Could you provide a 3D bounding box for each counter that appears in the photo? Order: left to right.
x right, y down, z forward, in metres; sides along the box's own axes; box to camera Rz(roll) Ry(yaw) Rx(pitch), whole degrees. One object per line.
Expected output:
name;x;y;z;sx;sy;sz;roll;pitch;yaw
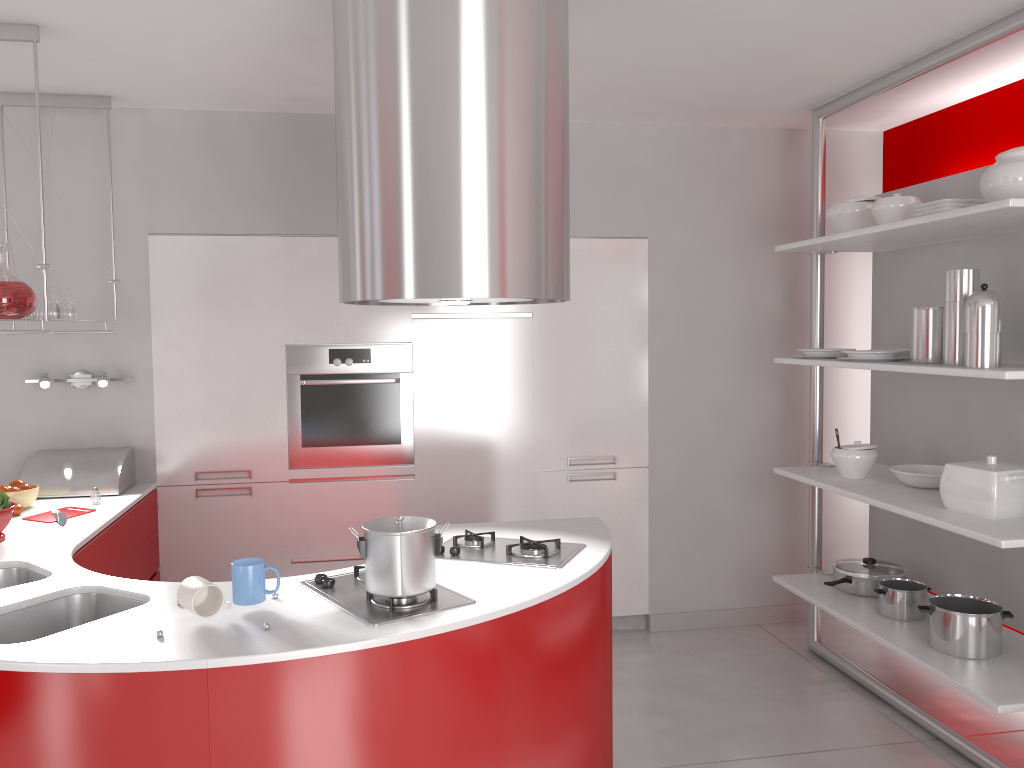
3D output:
counter;-1.177;0.969;2.939;2.865;0.880;1.868;1;4;24

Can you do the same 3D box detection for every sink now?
sink;-1.550;0.664;2.504;0.326;0.172;0.428;2;5;41
sink;-1.150;0.676;2.227;0.326;0.172;0.428;1;4;29

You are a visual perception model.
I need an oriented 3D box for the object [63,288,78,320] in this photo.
object;-1.880;-0.335;3.770;0.060;0.141;0.060;-1;3;-10

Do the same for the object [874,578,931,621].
object;1.570;0.866;3.564;0.182;0.122;0.196;2;4;38

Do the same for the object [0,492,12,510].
object;-1.795;0.421;2.968;0.193;0.182;0.198;-1;3;-5

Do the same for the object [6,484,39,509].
object;-2.004;0.460;3.546;0.201;0.086;0.201;-1;3;-9

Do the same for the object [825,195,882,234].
object;1.476;-0.715;3.833;0.231;0.191;0.231;1;4;30

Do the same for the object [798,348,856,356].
object;1.394;-0.134;3.931;0.244;0.042;0.244;-2;4;-26

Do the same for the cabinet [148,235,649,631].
cabinet;-0.533;0.285;4.640;2.398;2.026;0.614;-1;3;-10

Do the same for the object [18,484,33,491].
object;-1.965;0.427;3.575;0.062;0.049;0.066;-1;4;-13

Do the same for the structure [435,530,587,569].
structure;-0.022;0.506;2.777;0.457;0.037;0.303;1;4;20

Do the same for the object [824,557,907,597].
object;1.535;0.840;3.929;0.407;0.130;0.308;-1;3;-3

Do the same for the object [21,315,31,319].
object;-1.923;-0.317;3.481;0.060;0.141;0.060;-1;3;-10

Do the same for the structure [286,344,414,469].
structure;-0.774;0.106;4.264;0.599;0.589;0.050;-1;3;-10

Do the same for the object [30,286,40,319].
object;-1.942;-0.323;3.578;0.060;0.141;0.060;-1;3;-10

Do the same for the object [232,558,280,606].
object;-0.648;0.494;2.232;0.109;0.100;0.080;-3;4;-37

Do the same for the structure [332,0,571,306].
structure;-0.164;-0.702;2.474;0.644;0.958;0.644;-4;5;-44

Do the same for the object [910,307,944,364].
object;1.564;-0.181;3.285;0.172;0.205;0.184;-1;3;-5

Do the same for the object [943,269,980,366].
object;1.557;-0.229;3.075;0.110;0.329;0.109;-1;4;-12

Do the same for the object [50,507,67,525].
object;-1.715;0.499;3.367;0.041;0.008;0.375;-3;4;-33

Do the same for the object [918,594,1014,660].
object;1.625;0.869;3.184;0.259;0.161;0.240;-2;4;-27

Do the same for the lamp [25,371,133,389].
lamp;-1.951;-0.015;3.978;0.454;0.081;0.155;-1;3;-10

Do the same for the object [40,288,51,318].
object;-1.962;-0.333;3.745;0.060;0.141;0.060;-1;3;-10

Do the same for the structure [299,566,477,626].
structure;-0.338;0.535;2.346;0.303;0.037;0.457;-3;4;-35

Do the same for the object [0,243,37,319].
object;-1.796;-0.360;3.121;0.213;0.266;0.213;0;4;18

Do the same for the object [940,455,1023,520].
object;1.662;0.347;3.076;0.235;0.197;0.282;-2;4;-20

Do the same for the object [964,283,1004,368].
object;1.540;-0.191;2.897;0.115;0.274;0.115;-2;4;-17

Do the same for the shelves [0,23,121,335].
shelves;-1.870;-0.703;3.382;0.462;1.023;0.934;-1;3;-10

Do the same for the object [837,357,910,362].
object;1.448;-0.098;3.555;0.280;0.015;0.280;1;4;19

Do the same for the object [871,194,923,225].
object;1.532;-0.679;3.533;0.192;0.153;0.192;0;3;3

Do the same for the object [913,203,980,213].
object;1.608;-0.631;3.244;0.200;0.030;0.200;-1;3;-10

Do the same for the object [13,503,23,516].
object;-1.922;0.486;3.422;0.063;0.047;0.065;-1;3;-11

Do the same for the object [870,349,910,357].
object;1.650;-0.127;3.763;0.244;0.042;0.244;-2;4;-18

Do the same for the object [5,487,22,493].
object;-1.973;0.432;3.509;0.062;0.049;0.066;-1;3;-2

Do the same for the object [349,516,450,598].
object;-0.285;0.429;2.257;0.189;0.185;0.218;2;5;42

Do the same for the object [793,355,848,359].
object;1.394;-0.120;3.931;0.280;0.015;0.280;1;4;27

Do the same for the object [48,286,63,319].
object;-1.854;-0.325;3.590;0.060;0.141;0.060;-1;3;-10

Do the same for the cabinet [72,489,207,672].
cabinet;-1.184;0.921;3.209;1.875;0.761;1.025;2;4;35

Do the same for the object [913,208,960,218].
object;1.608;-0.616;3.245;0.200;0.030;0.200;-1;3;-10

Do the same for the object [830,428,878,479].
object;1.471;0.295;3.814;0.192;0.214;0.192;-2;4;-24

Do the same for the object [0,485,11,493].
object;-2.022;0.429;3.551;0.062;0.052;0.065;-2;4;-26

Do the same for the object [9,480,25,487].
object;-2.015;0.421;3.611;0.066;0.058;0.055;-2;4;-25

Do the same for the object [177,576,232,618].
object;-0.736;0.510;2.137;0.109;0.080;0.100;-4;4;-40

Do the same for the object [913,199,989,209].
object;1.608;-0.647;3.243;0.200;0.030;0.200;-1;3;-10

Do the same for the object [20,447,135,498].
object;-1.916;0.387;3.921;0.400;0.170;0.300;-1;3;-10

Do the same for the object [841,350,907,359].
object;1.448;-0.112;3.554;0.244;0.042;0.244;-2;4;-26

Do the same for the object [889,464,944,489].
object;1.667;0.379;3.570;0.272;0.072;0.272;3;5;44

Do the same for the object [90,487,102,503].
object;-1.715;0.458;3.653;0.042;0.066;0.043;0;3;3

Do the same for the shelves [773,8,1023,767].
shelves;1.602;0.048;3.416;0.535;2.599;1.735;-1;3;-10

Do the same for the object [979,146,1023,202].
object;1.700;-0.678;2.916;0.287;0.222;0.287;2;4;34

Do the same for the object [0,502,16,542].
object;-1.797;0.473;2.981;0.228;0.118;0.229;-3;4;-39

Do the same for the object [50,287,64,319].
object;-1.895;-0.330;3.682;0.060;0.141;0.060;-1;3;-10

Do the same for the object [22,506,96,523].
object;-1.742;0.503;3.417;0.168;0.006;0.266;0;4;16
